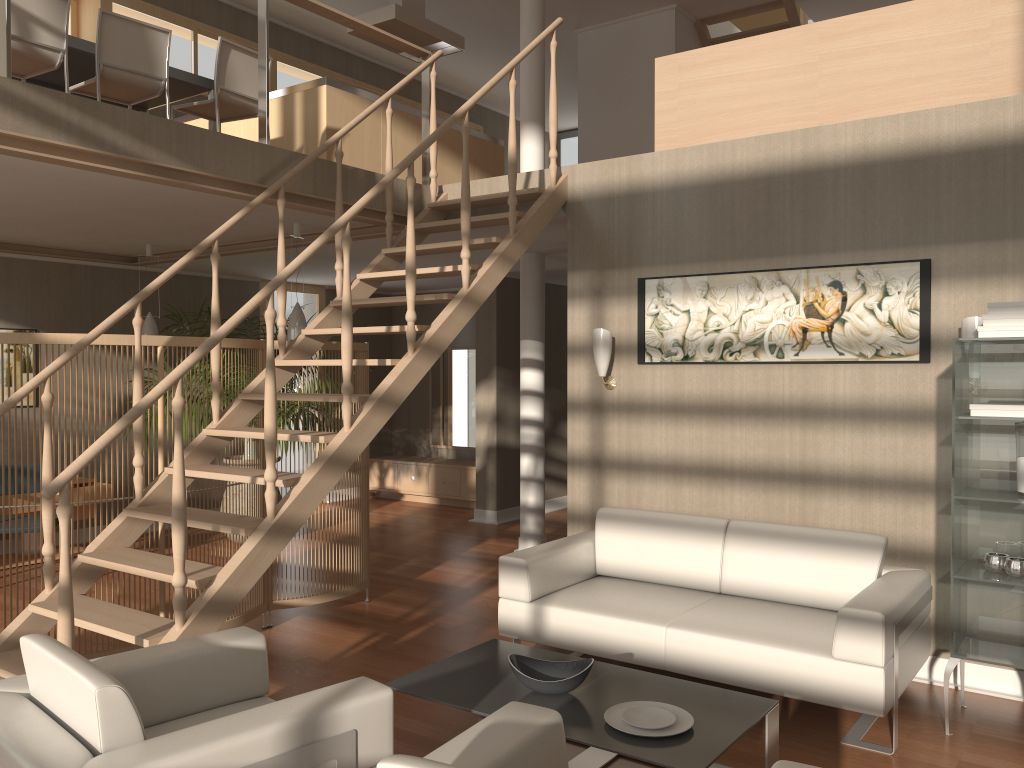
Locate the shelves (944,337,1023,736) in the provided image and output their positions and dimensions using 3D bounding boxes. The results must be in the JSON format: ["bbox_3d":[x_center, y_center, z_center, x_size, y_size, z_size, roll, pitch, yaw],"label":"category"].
[{"bbox_3d":[2.018,0.615,3.612,0.400,1.600,0.403,1,1,35],"label":"shelves"}]

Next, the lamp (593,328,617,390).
[{"bbox_3d":[0.532,-0.141,5.111,0.112,0.353,0.153,1,1,35],"label":"lamp"}]

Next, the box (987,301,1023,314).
[{"bbox_3d":[2.024,-0.303,3.578,0.168,0.047,0.168,1,1,35],"label":"box"}]

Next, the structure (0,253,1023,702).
[{"bbox_3d":[0.405,0.109,6.098,8.342,2.533,10.775,1,1,35],"label":"structure"}]

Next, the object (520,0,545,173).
[{"bbox_3d":[0.165,-2.541,7.099,0.200,2.400,0.200,1,1,35],"label":"object"}]

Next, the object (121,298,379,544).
[{"bbox_3d":[-2.266,0.420,7.620,2.109,2.304,2.157,0,1,24],"label":"object"}]

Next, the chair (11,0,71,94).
[{"bbox_3d":[-2.714,-1.702,4.781,0.496,0.796,0.430,1,1,35],"label":"chair"}]

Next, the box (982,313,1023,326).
[{"bbox_3d":[2.024,-0.255,3.580,0.200,0.047,0.200,1,1,35],"label":"box"}]

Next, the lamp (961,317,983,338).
[{"bbox_3d":[2.094,-0.124,4.003,0.112,0.353,0.153,1,1,35],"label":"lamp"}]

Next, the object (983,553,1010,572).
[{"bbox_3d":[1.998,0.736,3.653,0.103,0.066,0.103,-1,1,-35],"label":"object"}]

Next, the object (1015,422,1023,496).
[{"bbox_3d":[2.102,0.304,3.578,0.129,0.291,0.129,0,1,7],"label":"object"}]

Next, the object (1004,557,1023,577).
[{"bbox_3d":[2.035,0.737,3.562,0.103,0.066,0.103,-1,1,-35],"label":"object"}]

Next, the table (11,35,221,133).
[{"bbox_3d":[-2.877,-1.685,5.593,0.900,0.740,1.800,1,1,35],"label":"table"}]

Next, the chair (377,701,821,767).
[{"bbox_3d":[0.147,1.075,1.815,0.900,0.740,0.905,1,1,30],"label":"chair"}]

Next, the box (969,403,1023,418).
[{"bbox_3d":[2.008,0.105,3.588,0.232,0.047,0.232,1,1,40],"label":"box"}]

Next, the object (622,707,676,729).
[{"bbox_3d":[0.454,1.114,2.943,0.178,0.020,0.178,0,1,-15],"label":"object"}]

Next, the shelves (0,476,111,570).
[{"bbox_3d":[-3.883,1.066,6.517,0.658,0.590,1.600,1,1,35],"label":"shelves"}]

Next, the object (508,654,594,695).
[{"bbox_3d":[0.141,1.060,3.233,0.317,0.125,0.223,0,1,7],"label":"object"}]

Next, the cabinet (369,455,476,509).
[{"bbox_3d":[-0.764,1.087,9.844,1.911,0.458,0.500,1,1,35],"label":"cabinet"}]

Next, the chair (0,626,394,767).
[{"bbox_3d":[-0.956,1.065,2.505,0.905,0.740,0.900,-1,1,-45],"label":"chair"}]

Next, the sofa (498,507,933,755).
[{"bbox_3d":[0.909,1.037,4.142,1.781,0.740,0.905,1,1,35],"label":"sofa"}]

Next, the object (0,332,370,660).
[{"bbox_3d":[-1.555,0.529,4.721,0.233,1.542,2.229,1,1,40],"label":"object"}]

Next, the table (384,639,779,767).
[{"bbox_3d":[0.232,1.269,3.229,1.260,0.293,0.700,1,1,35],"label":"table"}]

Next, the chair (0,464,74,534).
[{"bbox_3d":[-3.363,0.950,6.063,0.582,0.856,0.509,0,1,-15],"label":"chair"}]

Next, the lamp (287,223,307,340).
[{"bbox_3d":[-1.476,-0.702,6.099,0.139,0.800,0.139,0,1,-19],"label":"lamp"}]

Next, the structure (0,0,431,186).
[{"bbox_3d":[-2.911,-1.765,5.598,3.475,0.900,3.300,1,1,35],"label":"structure"}]

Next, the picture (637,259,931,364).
[{"bbox_3d":[1.342,-0.351,4.610,1.531,0.487,0.018,1,1,35],"label":"picture"}]

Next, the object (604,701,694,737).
[{"bbox_3d":[0.454,1.117,2.943,0.294,0.020,0.294,0,1,7],"label":"object"}]

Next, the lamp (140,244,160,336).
[{"bbox_3d":[-2.909,-0.718,7.116,0.139,0.800,0.139,0,1,10],"label":"lamp"}]

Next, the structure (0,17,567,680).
[{"bbox_3d":[-0.985,-0.385,4.345,1.000,3.578,3.150,1,1,35],"label":"structure"}]

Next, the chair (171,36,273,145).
[{"bbox_3d":[-1.872,-1.717,5.694,0.496,0.796,0.430,1,1,30],"label":"chair"}]

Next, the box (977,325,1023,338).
[{"bbox_3d":[2.025,-0.208,3.578,0.232,0.047,0.232,1,1,35],"label":"box"}]

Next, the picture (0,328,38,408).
[{"bbox_3d":[-4.262,-0.121,6.712,0.010,0.633,1.317,1,1,35],"label":"picture"}]

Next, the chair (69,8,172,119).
[{"bbox_3d":[-2.351,-1.710,5.281,0.496,0.796,0.430,1,1,40],"label":"chair"}]
